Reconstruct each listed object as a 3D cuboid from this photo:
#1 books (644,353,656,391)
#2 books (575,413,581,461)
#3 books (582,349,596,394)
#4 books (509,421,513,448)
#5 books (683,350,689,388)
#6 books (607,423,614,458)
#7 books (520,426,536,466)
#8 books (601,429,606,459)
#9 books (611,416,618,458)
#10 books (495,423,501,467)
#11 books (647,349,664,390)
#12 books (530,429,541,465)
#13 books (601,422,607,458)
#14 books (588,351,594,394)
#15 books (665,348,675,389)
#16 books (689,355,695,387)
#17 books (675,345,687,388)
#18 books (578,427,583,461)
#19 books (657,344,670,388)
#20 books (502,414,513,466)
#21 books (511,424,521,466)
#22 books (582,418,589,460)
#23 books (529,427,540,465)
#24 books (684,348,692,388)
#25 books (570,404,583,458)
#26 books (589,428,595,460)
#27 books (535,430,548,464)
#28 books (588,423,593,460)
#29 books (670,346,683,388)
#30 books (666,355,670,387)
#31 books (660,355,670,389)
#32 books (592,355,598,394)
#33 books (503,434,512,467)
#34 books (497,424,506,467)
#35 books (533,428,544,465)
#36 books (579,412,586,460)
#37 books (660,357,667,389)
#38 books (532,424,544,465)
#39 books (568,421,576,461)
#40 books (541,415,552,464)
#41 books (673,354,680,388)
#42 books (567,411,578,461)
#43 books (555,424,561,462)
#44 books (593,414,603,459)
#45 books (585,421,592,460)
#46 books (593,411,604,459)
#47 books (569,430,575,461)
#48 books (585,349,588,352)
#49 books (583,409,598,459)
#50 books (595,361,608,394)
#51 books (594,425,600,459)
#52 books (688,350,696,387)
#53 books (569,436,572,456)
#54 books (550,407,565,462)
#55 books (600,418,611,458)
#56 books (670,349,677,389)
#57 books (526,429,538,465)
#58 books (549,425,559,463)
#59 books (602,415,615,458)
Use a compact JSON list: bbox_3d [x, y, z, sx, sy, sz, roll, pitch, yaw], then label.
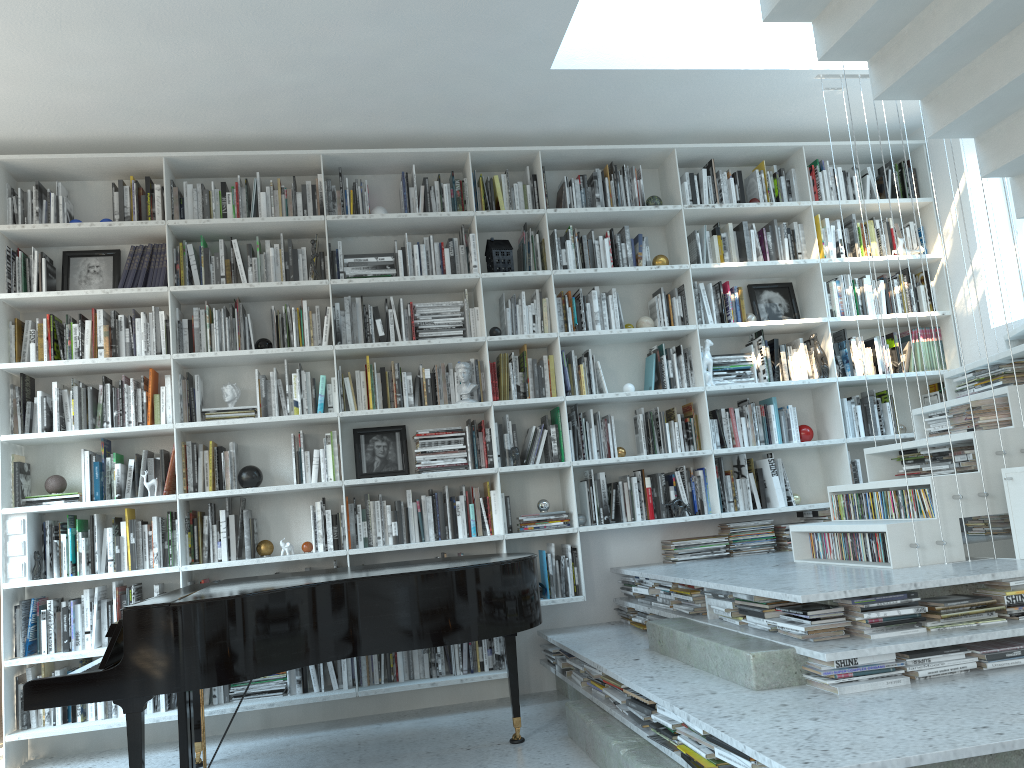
[{"bbox_3d":[0.828,-0.051,5.332,0.056,0.240,0.154,-4,-8,-11],"label":"books"},{"bbox_3d":[0.367,0.321,5.186,0.006,0.281,0.155,-4,-8,-11],"label":"books"},{"bbox_3d":[0.457,-0.052,5.262,0.013,0.287,0.159,-4,-8,-11],"label":"books"},{"bbox_3d":[-0.013,0.356,5.126,0.012,0.265,0.157,-4,-8,-11],"label":"books"},{"bbox_3d":[1.025,-0.068,5.367,0.013,0.244,0.159,-4,-8,-11],"label":"books"},{"bbox_3d":[0.556,0.345,5.215,0.014,0.207,0.181,-4,-8,-11],"label":"books"},{"bbox_3d":[0.082,0.367,5.114,0.095,0.228,0.190,-4,-8,-11],"label":"books"},{"bbox_3d":[0.520,0.363,5.217,0.013,0.179,0.140,-4,-8,-11],"label":"books"},{"bbox_3d":[0.580,0.322,5.228,0.013,0.251,0.173,-4,-8,-11],"label":"books"},{"bbox_3d":[-0.097,0.362,5.109,0.024,0.263,0.154,-4,-8,-11],"label":"books"},{"bbox_3d":[0.865,-0.068,5.334,0.021,0.264,0.174,-4,-8,-11],"label":"books"},{"bbox_3d":[0.122,0.375,5.141,0.090,0.211,0.143,-4,-8,-11],"label":"books"},{"bbox_3d":[0.528,0.341,5.223,0.008,0.222,0.134,-4,-8,-11],"label":"books"},{"bbox_3d":[0.448,-0.044,5.259,0.006,0.273,0.167,-4,-8,-11],"label":"books"},{"bbox_3d":[0.930,-0.072,5.342,0.018,0.262,0.165,-4,-8,-11],"label":"books"},{"bbox_3d":[1.055,-0.054,5.368,0.023,0.212,0.164,-4,-8,-11],"label":"books"},{"bbox_3d":[1.002,-0.084,5.343,0.012,0.273,0.184,-4,-8,-11],"label":"books"},{"bbox_3d":[0.379,0.359,5.190,0.013,0.204,0.154,-4,-8,-11],"label":"books"},{"bbox_3d":[0.905,-0.084,5.354,0.013,0.295,0.154,-4,-8,-11],"label":"books"},{"bbox_3d":[-0.025,0.335,5.117,0.013,0.306,0.141,-4,-8,-11],"label":"books"},{"bbox_3d":[0.011,0.363,5.130,0.035,0.248,0.141,-4,-8,-11],"label":"books"},{"bbox_3d":[0.410,0.334,5.186,0.013,0.248,0.165,-4,-8,-11],"label":"books"},{"bbox_3d":[0.110,0.370,5.145,0.095,0.225,0.144,-4,-8,-11],"label":"books"},{"bbox_3d":[1.039,-0.075,5.353,0.011,0.252,0.169,-4,-8,-11],"label":"books"},{"bbox_3d":[0.381,0.293,5.210,0.007,0.341,0.149,-4,-8,-11],"label":"books"},{"bbox_3d":[0.450,0.361,5.186,0.013,0.186,0.184,-4,-8,-11],"label":"books"},{"bbox_3d":[0.155,0.377,5.143,0.091,0.205,0.169,-4,-8,-11],"label":"books"},{"bbox_3d":[0.434,0.347,5.191,0.013,0.218,0.161,-4,-8,-11],"label":"books"},{"bbox_3d":[0.976,-0.079,5.361,0.032,0.274,0.154,-4,-8,-11],"label":"books"},{"bbox_3d":[0.917,-0.052,5.352,0.007,0.229,0.147,-4,-8,-11],"label":"books"},{"bbox_3d":[0.898,-0.048,5.331,0.013,0.219,0.187,-4,-8,-11],"label":"books"},{"bbox_3d":[0.479,-0.035,5.272,0.007,0.253,0.161,-4,-8,-11],"label":"books"},{"bbox_3d":[-0.037,0.390,5.091,0.027,0.192,0.182,-4,-8,-11],"label":"books"},{"bbox_3d":[-0.070,0.365,5.110,0.028,0.252,0.143,-4,-8,-11],"label":"books"},{"bbox_3d":[0.140,0.373,5.152,0.090,0.214,0.139,-4,-8,-11],"label":"books"},{"bbox_3d":[0.400,0.317,5.185,0.005,0.283,0.159,-4,-8,-11],"label":"books"},{"bbox_3d":[0.889,-0.043,5.328,0.006,0.209,0.188,-4,-8,-11],"label":"books"},{"bbox_3d":[0.136,0.360,5.144,0.094,0.238,0.150,-4,-8,-11],"label":"books"},{"bbox_3d":[0.341,0.346,5.193,0.011,0.239,0.136,-4,-8,-11],"label":"books"},{"bbox_3d":[0.201,0.331,5.163,0.013,0.285,0.139,-4,-8,-11],"label":"books"},{"bbox_3d":[0.963,-0.056,5.339,0.012,0.224,0.178,-4,-8,-11],"label":"books"},{"bbox_3d":[0.355,0.315,5.186,0.018,0.294,0.178,-4,-8,-11],"label":"books"},{"bbox_3d":[0.250,0.356,5.158,0.021,0.226,0.148,-4,-8,-11],"label":"books"},{"bbox_3d":[0.490,0.319,5.204,0.012,0.266,0.183,-4,-8,-11],"label":"books"},{"bbox_3d":[0.425,0.342,5.177,0.011,0.226,0.188,-4,-8,-11],"label":"books"},{"bbox_3d":[0.506,0.312,5.224,0.006,0.284,0.160,-4,-8,-11],"label":"books"},{"bbox_3d":[0.332,0.370,5.179,0.015,0.188,0.168,-4,-8,-11],"label":"books"},{"bbox_3d":[0.461,-0.052,5.306,0.011,0.300,0.089,-4,-8,-11],"label":"books"},{"bbox_3d":[0.458,0.306,5.195,0.014,0.296,0.175,-4,-8,-11],"label":"books"},{"bbox_3d":[0.515,-0.019,5.247,0.051,0.210,0.177,-4,-8,-11],"label":"books"},{"bbox_3d":[0.479,0.353,5.208,0.013,0.203,0.167,-4,-8,-11],"label":"books"},{"bbox_3d":[1.072,-0.073,5.364,0.010,0.245,0.159,-4,-8,-11],"label":"books"},{"bbox_3d":[0.318,0.331,5.172,0.010,0.266,0.158,-4,-8,-11],"label":"books"},{"bbox_3d":[0.264,0.306,5.166,0.014,0.324,0.183,-4,-8,-11],"label":"books"},{"bbox_3d":[0.540,0.331,5.217,0.015,0.238,0.176,-4,-8,-11],"label":"books"},{"bbox_3d":[0.947,-0.071,5.346,0.015,0.259,0.152,-4,-8,-11],"label":"books"},{"bbox_3d":[0.099,0.375,5.120,0.089,0.210,0.176,-4,-8,-11],"label":"books"},{"bbox_3d":[0.228,0.357,5.142,0.029,0.222,0.171,-4,-8,-11],"label":"books"},{"bbox_3d":[0.567,0.318,5.225,0.014,0.260,0.142,-4,-8,-11],"label":"books"}]
